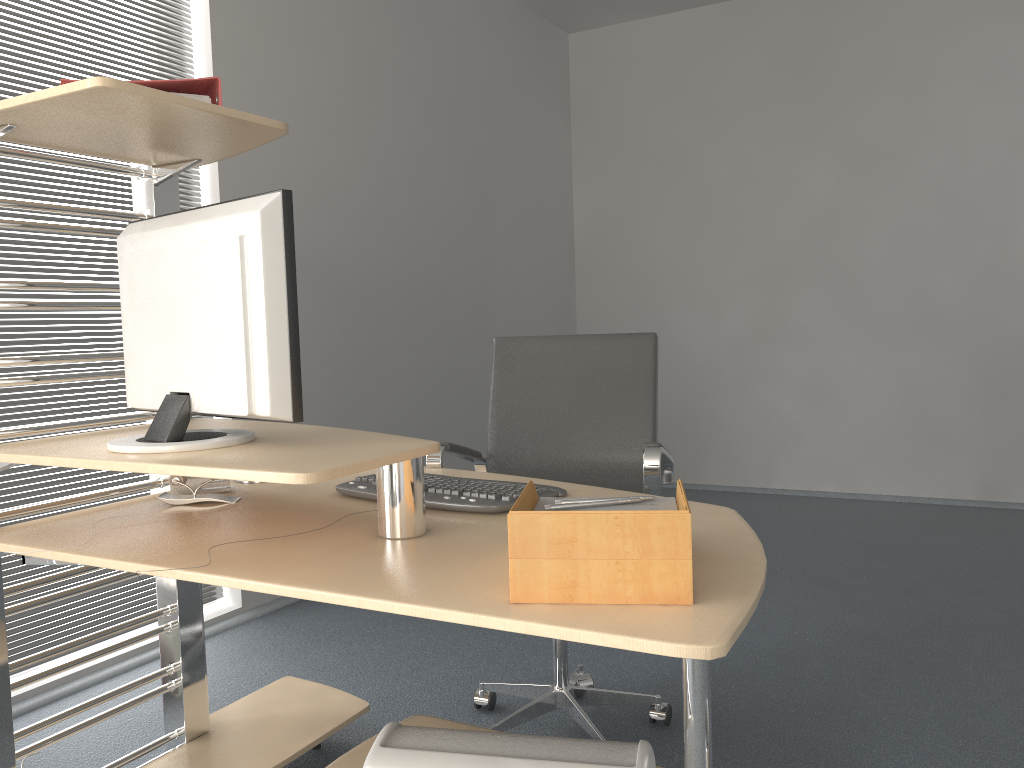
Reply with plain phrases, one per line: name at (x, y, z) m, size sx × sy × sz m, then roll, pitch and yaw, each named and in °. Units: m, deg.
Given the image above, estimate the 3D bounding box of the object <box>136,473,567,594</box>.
object at (-0.295, 0.262, 1.630) m, size 0.478 × 0.082 × 0.814 m, roll 1°, pitch 5°, yaw 36°

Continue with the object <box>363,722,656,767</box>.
object at (0.018, 0.621, 1.458) m, size 0.438 × 0.162 × 0.351 m, roll -1°, pitch 4°, yaw 13°

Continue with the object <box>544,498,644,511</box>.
object at (0.124, 0.178, 1.323) m, size 0.159 × 0.009 × 0.008 m, roll -3°, pitch 4°, yaw -16°

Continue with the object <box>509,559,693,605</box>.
object at (0.130, 0.231, 1.247) m, size 0.225 × 0.060 × 0.309 m, roll -1°, pitch 4°, yaw 8°

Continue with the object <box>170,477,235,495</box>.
object at (-0.682, 0.220, 1.957) m, size 0.134 × 0.042 × 0.022 m, roll -3°, pitch 4°, yaw -19°

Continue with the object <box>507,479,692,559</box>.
object at (0.128, 0.175, 1.243) m, size 0.225 × 0.060 × 0.309 m, roll -1°, pitch 4°, yaw 8°

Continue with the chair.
chair at (0.120, 0.400, 2.335) m, size 0.584 × 1.048 × 0.652 m, roll -1°, pitch 4°, yaw 15°

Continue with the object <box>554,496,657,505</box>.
object at (0.143, 0.176, 1.345) m, size 0.159 × 0.009 × 0.008 m, roll -2°, pitch 4°, yaw -7°

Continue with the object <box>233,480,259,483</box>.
object at (-0.603, 0.214, 2.137) m, size 0.132 × 0.026 × 0.132 m, roll 0°, pitch 4°, yaw 29°

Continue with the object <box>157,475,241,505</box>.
object at (-0.654, 0.215, 1.855) m, size 0.159 × 0.064 × 0.054 m, roll -2°, pitch 4°, yaw -4°

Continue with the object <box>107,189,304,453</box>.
object at (-0.596, -0.104, 1.566) m, size 0.245 × 0.418 × 0.516 m, roll -5°, pitch 5°, yaw -39°

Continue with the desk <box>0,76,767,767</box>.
desk at (-0.195, 0.193, 1.703) m, size 1.469 × 1.566 × 0.967 m, roll 0°, pitch 4°, yaw 29°

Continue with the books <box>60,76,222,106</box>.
books at (-0.718, -0.520, 1.687) m, size 0.262 × 0.072 × 0.320 m, roll -4°, pitch 4°, yaw -29°

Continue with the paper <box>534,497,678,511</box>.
paper at (0.128, 0.192, 1.245) m, size 0.210 × 0.010 × 0.297 m, roll -1°, pitch 4°, yaw 8°

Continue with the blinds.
blinds at (-1.619, -0.501, 2.427) m, size 0.022 × 2.770 × 1.950 m, roll 0°, pitch 4°, yaw 29°
